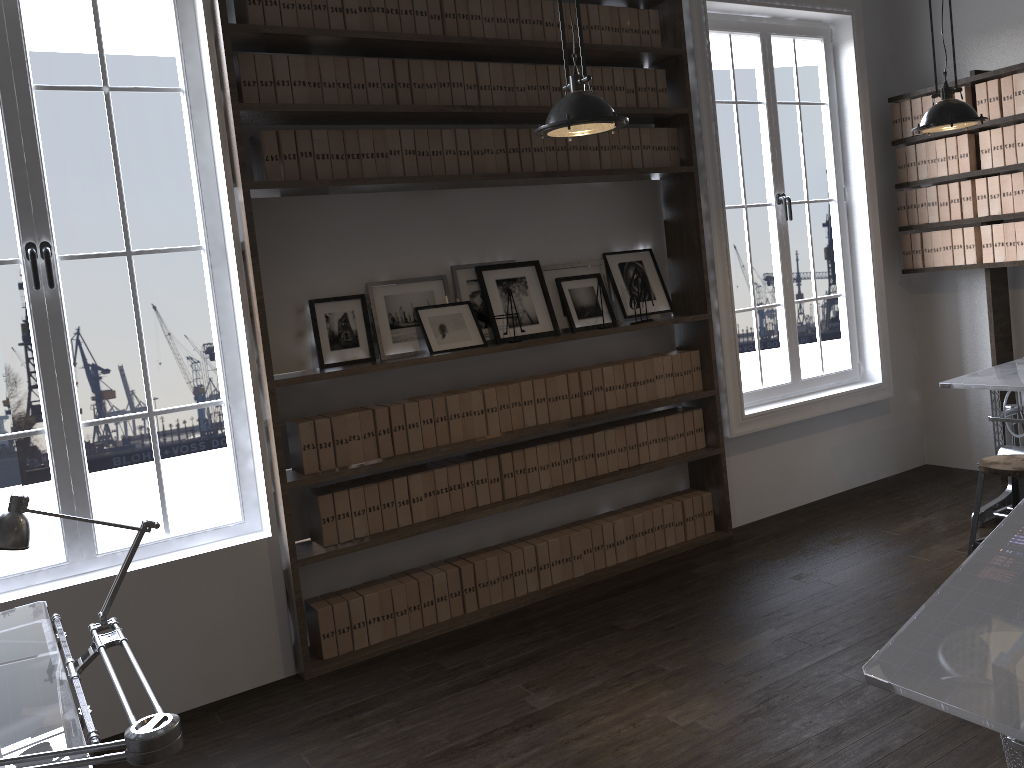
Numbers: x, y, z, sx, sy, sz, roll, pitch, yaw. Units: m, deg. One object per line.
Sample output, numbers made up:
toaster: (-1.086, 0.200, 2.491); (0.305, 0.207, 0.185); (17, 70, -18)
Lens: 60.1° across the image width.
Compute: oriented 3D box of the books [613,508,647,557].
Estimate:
books: (0.634, 0.799, 4.767); (0.067, 0.225, 0.174); (-9, 5, -31)

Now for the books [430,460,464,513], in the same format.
books: (-0.309, 0.484, 4.197); (0.067, 0.225, 0.174); (-9, 5, -31)

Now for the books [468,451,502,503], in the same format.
books: (-0.130, 0.451, 4.308); (0.067, 0.225, 0.174); (-9, 5, -31)

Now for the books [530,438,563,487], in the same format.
books: (0.172, 0.396, 4.494); (0.067, 0.225, 0.174); (-9, 5, -31)

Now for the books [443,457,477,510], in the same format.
books: (-0.249, 0.473, 4.234); (0.067, 0.225, 0.174); (-9, 5, -31)

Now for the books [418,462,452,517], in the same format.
books: (-0.363, 0.494, 4.157); (0.067, 0.225, 0.174); (-9, 5, -31)

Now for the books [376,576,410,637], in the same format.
books: (-0.543, 1.013, 4.045); (0.067, 0.225, 0.174); (-9, 5, -31)

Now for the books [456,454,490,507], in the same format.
books: (-0.187, 0.462, 4.267); (0.067, 0.225, 0.174); (-9, 5, -31)

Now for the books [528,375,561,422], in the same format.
books: (0.161, 0.074, 4.479); (0.067, 0.225, 0.174); (-9, 5, -31)

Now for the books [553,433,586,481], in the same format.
books: (0.296, 0.374, 4.566); (0.067, 0.225, 0.174); (-9, 5, -31)

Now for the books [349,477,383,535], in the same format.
books: (-0.656, 0.547, 3.985); (0.067, 0.225, 0.174); (-9, 5, -31)

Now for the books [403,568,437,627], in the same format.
books: (-0.429, 0.992, 4.122); (0.067, 0.225, 0.174); (-9, 5, -31)

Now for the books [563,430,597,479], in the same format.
books: (0.352, 0.364, 4.595); (0.067, 0.225, 0.174); (-9, 5, -31)

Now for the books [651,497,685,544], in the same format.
books: (0.867, 0.755, 4.918); (0.067, 0.225, 0.174); (-9, 5, -31)

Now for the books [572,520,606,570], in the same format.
books: (0.401, 0.841, 4.630); (0.067, 0.225, 0.174); (-9, 5, -31)

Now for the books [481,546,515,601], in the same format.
books: (-0.071, 0.927, 4.335); (0.067, 0.225, 0.174); (-9, 5, -31)

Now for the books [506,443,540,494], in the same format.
books: (0.056, 0.418, 4.414); (0.067, 0.225, 0.174); (-9, 5, -31)

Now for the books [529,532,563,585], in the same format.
books: (0.174, 0.882, 4.489); (0.067, 0.225, 0.174); (-9, 5, -31)

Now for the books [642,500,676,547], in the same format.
books: (0.810, 0.766, 4.877); (0.067, 0.225, 0.174); (-9, 5, -31)

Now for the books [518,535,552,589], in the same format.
books: (0.114, 0.893, 4.450); (0.067, 0.225, 0.174); (-9, 5, -31)

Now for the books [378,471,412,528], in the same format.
books: (-0.535, 0.525, 4.053); (0.067, 0.225, 0.174); (-9, 5, -31)

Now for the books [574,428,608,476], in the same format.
books: (0.413, 0.353, 4.633); (0.067, 0.225, 0.174); (-9, 5, -31)

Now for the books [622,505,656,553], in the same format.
books: (0.687, 0.788, 4.807); (0.067, 0.225, 0.174); (-9, 5, -31)

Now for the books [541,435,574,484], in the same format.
books: (0.232, 0.385, 4.528); (0.067, 0.225, 0.174); (-9, 5, -31)

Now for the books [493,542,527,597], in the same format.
books: (-0.010, 0.916, 4.372); (0.067, 0.225, 0.174); (-9, 5, -31)

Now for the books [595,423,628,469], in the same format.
books: (0.529, 0.331, 4.713); (0.067, 0.225, 0.174); (-9, 5, -31)

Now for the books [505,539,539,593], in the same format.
books: (0.050, 0.905, 4.413); (0.067, 0.225, 0.174); (-9, 5, -31)

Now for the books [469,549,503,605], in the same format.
books: (-0.127, 0.937, 4.306); (0.067, 0.225, 0.174); (-9, 5, -31)

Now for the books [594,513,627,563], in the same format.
books: (0.522, 0.819, 4.703); (0.067, 0.225, 0.174); (-9, 5, -31)

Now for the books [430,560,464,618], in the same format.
books: (-0.309, 0.970, 4.196); (0.067, 0.225, 0.174); (-9, 5, -31)

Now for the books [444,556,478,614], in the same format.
books: (-0.243, 0.958, 4.231); (0.067, 0.225, 0.174); (-9, 5, -31)

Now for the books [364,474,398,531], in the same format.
books: (-0.596, 0.536, 4.020); (0.067, 0.225, 0.174); (-9, 5, -31)

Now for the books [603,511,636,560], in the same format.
books: (0.575, 0.809, 4.736); (0.067, 0.225, 0.174); (-9, 5, -31)

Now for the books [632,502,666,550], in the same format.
books: (0.747, 0.777, 4.844); (0.067, 0.225, 0.174); (-9, 5, -31)

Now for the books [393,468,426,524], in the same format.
books: (-0.474, 0.514, 4.092); (0.067, 0.225, 0.174); (-9, 5, -31)

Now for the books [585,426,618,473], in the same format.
books: (0.472, 0.342, 4.673); (0.067, 0.225, 0.174); (-9, 5, -31)

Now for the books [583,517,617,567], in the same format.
books: (0.462, 0.830, 4.663); (0.067, 0.225, 0.174); (-9, 5, -31)

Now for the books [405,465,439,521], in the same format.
books: (-0.422, 0.504, 4.126); (0.067, 0.225, 0.174); (-9, 5, -31)

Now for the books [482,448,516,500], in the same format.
books: (-0.063, 0.440, 4.342); (0.067, 0.225, 0.174); (-9, 5, -31)

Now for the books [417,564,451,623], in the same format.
books: (-0.367, 0.981, 4.155); (0.067, 0.225, 0.174); (-9, 5, -31)

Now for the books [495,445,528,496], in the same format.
books: (-0.004, 0.428, 4.385); (0.067, 0.225, 0.174); (-9, 5, -31)

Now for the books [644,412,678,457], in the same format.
books: (0.822, 0.278, 4.884); (0.067, 0.225, 0.174); (-9, 5, -31)

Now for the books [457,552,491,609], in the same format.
books: (-0.183, 0.947, 4.274); (0.067, 0.225, 0.174); (-9, 5, -31)

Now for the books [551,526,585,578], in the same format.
books: (0.285, 0.862, 4.553); (0.067, 0.225, 0.174); (-9, 5, -31)

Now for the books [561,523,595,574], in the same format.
books: (0.341, 0.851, 4.596); (0.067, 0.225, 0.174); (-9, 5, -31)

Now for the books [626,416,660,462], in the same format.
books: (0.711, 0.298, 4.820); (0.067, 0.225, 0.174); (-9, 5, -31)

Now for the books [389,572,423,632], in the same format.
books: (-0.489, 1.003, 4.085); (0.067, 0.225, 0.174); (-9, 5, -31)

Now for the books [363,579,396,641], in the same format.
books: (-0.602, 1.023, 4.015); (0.067, 0.225, 0.174); (-9, 5, -31)

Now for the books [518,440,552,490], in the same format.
books: (0.115, 0.407, 4.454); (0.067, 0.225, 0.174); (-9, 5, -31)

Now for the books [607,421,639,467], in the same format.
books: (0.589, 0.320, 4.747); (0.067, 0.225, 0.174); (-9, 5, -31)

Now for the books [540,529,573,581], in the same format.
books: (0.226, 0.872, 4.523); (0.067, 0.225, 0.174); (-9, 5, -31)

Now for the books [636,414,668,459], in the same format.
books: (0.763, 0.288, 4.854); (0.067, 0.225, 0.174); (-9, 5, -31)

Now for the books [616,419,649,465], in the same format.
books: (0.650, 0.309, 4.780); (0.067, 0.225, 0.174); (-9, 5, -31)
